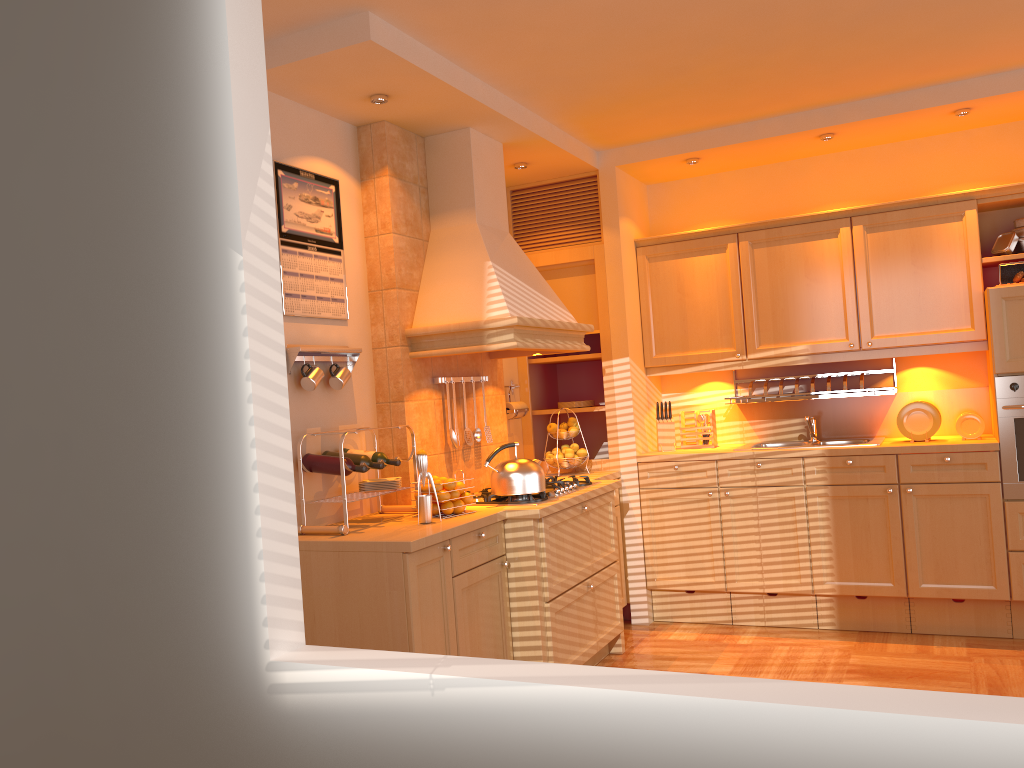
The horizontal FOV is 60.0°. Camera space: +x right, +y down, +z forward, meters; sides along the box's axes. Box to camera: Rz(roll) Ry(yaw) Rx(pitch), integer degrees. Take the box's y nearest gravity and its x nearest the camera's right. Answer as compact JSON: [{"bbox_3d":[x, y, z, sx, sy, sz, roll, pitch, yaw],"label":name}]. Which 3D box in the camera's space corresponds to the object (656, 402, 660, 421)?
[{"bbox_3d":[0.860,0.237,5.183,0.019,0.265,0.037,-4,-1,-10],"label":"object"}]

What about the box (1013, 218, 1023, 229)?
[{"bbox_3d":[2.658,-0.827,4.551,0.098,0.052,0.140,-4,-1,-28],"label":"box"}]

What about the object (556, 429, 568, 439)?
[{"bbox_3d":[0.282,0.280,4.997,0.064,0.058,0.063,-4,-1,-8],"label":"object"}]

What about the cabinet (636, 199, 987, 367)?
[{"bbox_3d":[1.637,-0.519,5.013,1.792,0.712,0.332,-4,-1,26],"label":"cabinet"}]

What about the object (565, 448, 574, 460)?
[{"bbox_3d":[0.319,0.389,4.921,0.056,0.063,0.065,-4,-1,2],"label":"object"}]

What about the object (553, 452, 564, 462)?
[{"bbox_3d":[0.260,0.411,4.944,0.063,0.063,0.063,-5,-1,37],"label":"object"}]

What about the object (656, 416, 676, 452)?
[{"bbox_3d":[0.901,0.292,5.197,0.100,0.200,0.070,-4,-1,-1],"label":"object"}]

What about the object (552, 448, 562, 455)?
[{"bbox_3d":[0.253,0.387,4.999,0.055,0.058,0.056,-4,-1,-28],"label":"object"}]

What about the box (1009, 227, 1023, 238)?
[{"bbox_3d":[2.662,-0.772,4.550,0.124,0.066,0.177,-4,-1,-28],"label":"box"}]

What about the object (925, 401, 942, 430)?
[{"bbox_3d":[2.169,0.189,4.712,0.205,0.200,0.049,-4,-1,27],"label":"object"}]

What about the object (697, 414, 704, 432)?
[{"bbox_3d":[1.121,0.273,5.223,0.042,0.192,0.040,-4,-1,-13],"label":"object"}]

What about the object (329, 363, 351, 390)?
[{"bbox_3d":[-0.707,-0.030,3.645,0.066,0.111,0.103,-4,-1,19],"label":"object"}]

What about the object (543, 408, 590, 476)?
[{"bbox_3d":[0.301,0.325,5.028,0.265,0.376,0.265,-4,-1,-15],"label":"object"}]

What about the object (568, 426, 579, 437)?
[{"bbox_3d":[0.345,0.269,5.010,0.063,0.063,0.064,-5,-1,43],"label":"object"}]

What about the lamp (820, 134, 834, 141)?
[{"bbox_3d":[1.666,-1.304,4.692,0.070,0.021,0.070,-4,-1,-25],"label":"lamp"}]

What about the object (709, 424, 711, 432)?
[{"bbox_3d":[1.166,0.282,5.236,0.044,0.178,0.019,-4,-1,3],"label":"object"}]

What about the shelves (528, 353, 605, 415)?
[{"bbox_3d":[0.460,0.181,5.459,0.600,0.702,0.582,-4,-1,26],"label":"shelves"}]

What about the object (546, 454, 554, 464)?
[{"bbox_3d":[0.216,0.421,4.993,0.056,0.057,0.053,-4,-1,3],"label":"object"}]

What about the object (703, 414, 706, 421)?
[{"bbox_3d":[1.141,0.275,5.247,0.018,0.196,0.023,-5,-1,30],"label":"object"}]

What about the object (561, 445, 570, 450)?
[{"bbox_3d":[0.304,0.364,5.029,0.051,0.048,0.050,-4,-1,-31],"label":"object"}]

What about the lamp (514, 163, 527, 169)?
[{"bbox_3d":[0.047,-1.187,4.834,0.070,0.021,0.070,-4,-1,9],"label":"lamp"}]

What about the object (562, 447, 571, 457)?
[{"bbox_3d":[0.310,0.382,4.976,0.063,0.061,0.063,-4,-1,-1],"label":"object"}]

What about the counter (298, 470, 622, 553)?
[{"bbox_3d":[-0.064,0.548,4.127,0.770,0.038,2.250,-4,-1,26],"label":"counter"}]

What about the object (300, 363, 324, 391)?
[{"bbox_3d":[-0.785,-0.027,3.484,0.066,0.111,0.103,-4,-1,19],"label":"object"}]

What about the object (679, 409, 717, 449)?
[{"bbox_3d":[1.107,0.268,5.273,0.200,0.221,0.103,-4,-1,26],"label":"object"}]

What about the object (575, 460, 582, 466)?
[{"bbox_3d":[0.366,0.435,5.019,0.063,0.061,0.064,-4,-1,4],"label":"object"}]

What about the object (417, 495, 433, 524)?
[{"bbox_3d":[-0.336,0.487,3.446,0.060,0.106,0.060,-4,-1,-6],"label":"object"}]

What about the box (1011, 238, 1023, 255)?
[{"bbox_3d":[2.667,-0.704,4.549,0.169,0.090,0.242,-4,-1,-28],"label":"box"}]

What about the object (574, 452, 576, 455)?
[{"bbox_3d":[0.346,0.391,5.049,0.057,0.059,0.058,-4,-1,-10],"label":"object"}]

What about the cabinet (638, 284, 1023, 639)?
[{"bbox_3d":[2.181,0.402,4.608,3.000,1.700,0.625,-4,-1,26],"label":"cabinet"}]

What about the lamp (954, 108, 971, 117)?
[{"bbox_3d":[2.241,-1.349,4.412,0.070,0.021,0.070,-4,-1,-14],"label":"lamp"}]

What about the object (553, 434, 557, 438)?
[{"bbox_3d":[0.258,0.282,5.051,0.057,0.056,0.051,-4,-1,-14],"label":"object"}]

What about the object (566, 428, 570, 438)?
[{"bbox_3d":[0.317,0.278,5.066,0.058,0.059,0.058,-4,-1,-33],"label":"object"}]

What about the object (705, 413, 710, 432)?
[{"bbox_3d":[1.152,0.271,5.262,0.042,0.192,0.040,-4,-1,-14],"label":"object"}]

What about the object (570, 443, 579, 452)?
[{"bbox_3d":[0.352,0.359,4.987,0.050,0.052,0.049,-5,-1,33],"label":"object"}]

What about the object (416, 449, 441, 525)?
[{"bbox_3d":[-0.349,0.397,3.434,0.101,0.288,0.088,-4,-1,26],"label":"object"}]

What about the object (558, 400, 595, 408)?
[{"bbox_3d":[0.387,0.124,5.327,0.222,0.039,0.222,-5,-1,43],"label":"object"}]

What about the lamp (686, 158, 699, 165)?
[{"bbox_3d":[1.018,-1.254,5.002,0.070,0.021,0.070,-4,-1,-14],"label":"lamp"}]

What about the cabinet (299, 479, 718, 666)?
[{"bbox_3d":[0.265,0.967,4.311,1.141,0.840,2.850,-4,-1,26],"label":"cabinet"}]

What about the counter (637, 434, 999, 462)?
[{"bbox_3d":[1.641,0.354,4.882,1.800,0.038,0.600,-4,-1,26],"label":"counter"}]

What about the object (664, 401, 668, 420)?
[{"bbox_3d":[0.905,0.234,5.184,0.019,0.265,0.038,-4,-1,9],"label":"object"}]

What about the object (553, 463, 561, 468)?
[{"bbox_3d":[0.255,0.451,5.016,0.046,0.043,0.047,-4,-1,-14],"label":"object"}]

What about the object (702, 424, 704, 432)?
[{"bbox_3d":[1.139,0.285,5.263,0.019,0.178,0.044,-4,-1,22],"label":"object"}]

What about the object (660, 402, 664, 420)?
[{"bbox_3d":[0.881,0.235,5.184,0.019,0.265,0.038,-4,-1,9],"label":"object"}]

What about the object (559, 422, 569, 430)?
[{"bbox_3d":[0.295,0.244,5.040,0.050,0.051,0.051,-4,-1,-40],"label":"object"}]

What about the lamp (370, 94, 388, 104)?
[{"bbox_3d":[-0.542,-1.159,3.617,0.070,0.021,0.070,-4,-1,9],"label":"lamp"}]

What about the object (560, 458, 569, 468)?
[{"bbox_3d":[0.294,0.444,4.980,0.052,0.056,0.057,-4,-1,-12],"label":"object"}]

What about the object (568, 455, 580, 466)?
[{"bbox_3d":[0.347,0.426,4.956,0.064,0.062,0.064,-4,-1,13],"label":"object"}]

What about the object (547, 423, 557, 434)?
[{"bbox_3d":[0.230,0.252,5.011,0.063,0.064,0.061,-5,-1,35],"label":"object"}]

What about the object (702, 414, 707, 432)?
[{"bbox_3d":[1.138,0.275,5.225,0.020,0.196,0.017,-4,-1,-39],"label":"object"}]

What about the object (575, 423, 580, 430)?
[{"bbox_3d":[0.361,0.245,5.061,0.058,0.060,0.057,-3,-1,-43],"label":"object"}]

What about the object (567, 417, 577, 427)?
[{"bbox_3d":[0.341,0.218,5.023,0.055,0.059,0.058,-4,-1,-18],"label":"object"}]

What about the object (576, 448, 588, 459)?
[{"bbox_3d":[0.393,0.390,4.979,0.064,0.060,0.063,-5,-1,41],"label":"object"}]

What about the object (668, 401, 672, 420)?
[{"bbox_3d":[0.929,0.232,5.184,0.019,0.265,0.037,-4,-1,9],"label":"object"}]

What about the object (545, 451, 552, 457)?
[{"bbox_3d":[0.214,0.410,5.086,0.046,0.047,0.044,-3,-1,-43],"label":"object"}]

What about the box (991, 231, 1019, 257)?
[{"bbox_3d":[2.521,-0.713,4.535,0.117,0.129,0.098,-4,-1,-28],"label":"box"}]
